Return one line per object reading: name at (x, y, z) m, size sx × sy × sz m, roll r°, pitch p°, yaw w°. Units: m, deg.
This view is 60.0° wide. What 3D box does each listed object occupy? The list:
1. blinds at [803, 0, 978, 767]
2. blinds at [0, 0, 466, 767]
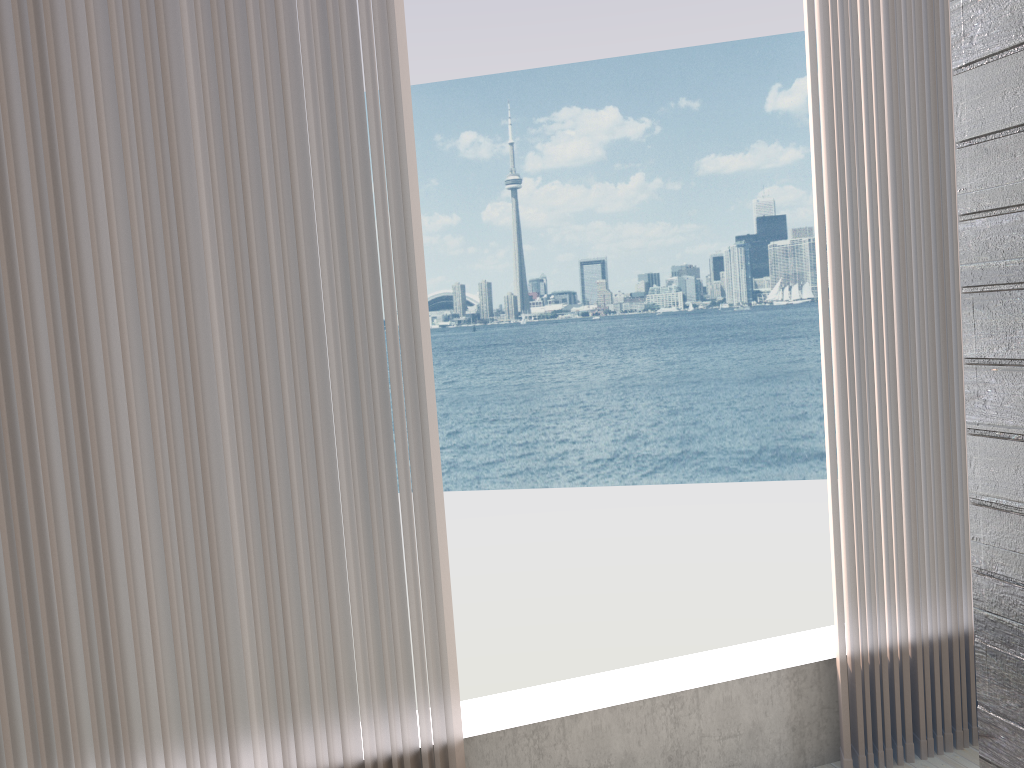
blinds at (1.220, -0.480, 2.201) m, size 1.133 × 2.744 × 0.069 m, roll -6°, pitch 4°, yaw -17°
blinds at (-0.714, -0.293, 1.600) m, size 1.133 × 2.744 × 0.069 m, roll -6°, pitch 4°, yaw -17°
